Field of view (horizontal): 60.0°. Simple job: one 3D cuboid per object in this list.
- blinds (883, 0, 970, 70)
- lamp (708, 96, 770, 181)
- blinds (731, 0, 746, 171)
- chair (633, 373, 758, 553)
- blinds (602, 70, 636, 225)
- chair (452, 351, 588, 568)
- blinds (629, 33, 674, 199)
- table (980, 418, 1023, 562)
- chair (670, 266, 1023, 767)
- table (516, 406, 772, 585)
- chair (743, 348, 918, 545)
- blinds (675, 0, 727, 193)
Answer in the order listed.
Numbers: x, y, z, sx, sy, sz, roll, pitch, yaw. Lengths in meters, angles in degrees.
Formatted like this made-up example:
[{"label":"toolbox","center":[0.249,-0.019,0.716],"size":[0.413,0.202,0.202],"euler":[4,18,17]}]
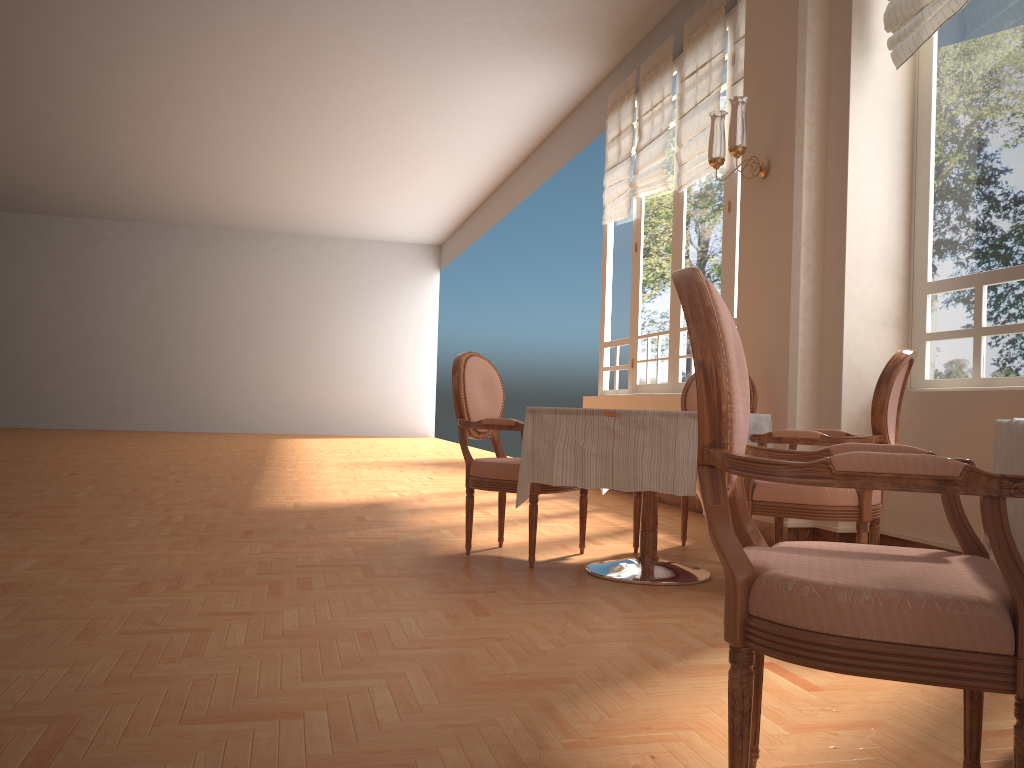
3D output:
[{"label":"blinds","center":[1.879,-2.128,3.751],"size":[0.072,1.376,0.843],"euler":[2,-1,-14]},{"label":"lamp","center":[1.185,-1.244,4.571],"size":[0.274,0.362,0.320],"euler":[2,-1,-14]},{"label":"blinds","center":[1.573,-2.089,5.590],"size":[0.072,1.376,0.699],"euler":[2,-1,-13]},{"label":"chair","center":[0.928,0.350,4.300],"size":[0.521,0.931,0.593],"euler":[1,-1,31]},{"label":"blinds","center":[0.960,-2.085,8.012],"size":[0.038,1.292,0.689],"euler":[2,-1,-14]},{"label":"chair","center":[0.013,0.314,4.061],"size":[0.593,0.931,0.521],"euler":[1,-1,31]},{"label":"blinds","center":[1.140,-2.129,7.244],"size":[0.085,1.235,0.699],"euler":[2,-1,-14]},{"label":"table","center":[1.172,0.400,1.244],"size":[0.829,0.680,0.837],"euler":[1,-1,19]},{"label":"chair","center":[0.555,0.263,1.493],"size":[0.593,0.931,0.521],"euler":[1,-1,19]},{"label":"table","center":[0.576,0.449,3.693],"size":[0.829,0.677,0.831],"euler":[1,-1,31]},{"label":"chair","center":[1.195,0.333,3.348],"size":[0.593,0.931,0.521],"euler":[1,-1,31]},{"label":"blinds","center":[1.355,-2.111,6.417],"size":[0.054,1.301,0.689],"euler":[2,-1,-14]}]
